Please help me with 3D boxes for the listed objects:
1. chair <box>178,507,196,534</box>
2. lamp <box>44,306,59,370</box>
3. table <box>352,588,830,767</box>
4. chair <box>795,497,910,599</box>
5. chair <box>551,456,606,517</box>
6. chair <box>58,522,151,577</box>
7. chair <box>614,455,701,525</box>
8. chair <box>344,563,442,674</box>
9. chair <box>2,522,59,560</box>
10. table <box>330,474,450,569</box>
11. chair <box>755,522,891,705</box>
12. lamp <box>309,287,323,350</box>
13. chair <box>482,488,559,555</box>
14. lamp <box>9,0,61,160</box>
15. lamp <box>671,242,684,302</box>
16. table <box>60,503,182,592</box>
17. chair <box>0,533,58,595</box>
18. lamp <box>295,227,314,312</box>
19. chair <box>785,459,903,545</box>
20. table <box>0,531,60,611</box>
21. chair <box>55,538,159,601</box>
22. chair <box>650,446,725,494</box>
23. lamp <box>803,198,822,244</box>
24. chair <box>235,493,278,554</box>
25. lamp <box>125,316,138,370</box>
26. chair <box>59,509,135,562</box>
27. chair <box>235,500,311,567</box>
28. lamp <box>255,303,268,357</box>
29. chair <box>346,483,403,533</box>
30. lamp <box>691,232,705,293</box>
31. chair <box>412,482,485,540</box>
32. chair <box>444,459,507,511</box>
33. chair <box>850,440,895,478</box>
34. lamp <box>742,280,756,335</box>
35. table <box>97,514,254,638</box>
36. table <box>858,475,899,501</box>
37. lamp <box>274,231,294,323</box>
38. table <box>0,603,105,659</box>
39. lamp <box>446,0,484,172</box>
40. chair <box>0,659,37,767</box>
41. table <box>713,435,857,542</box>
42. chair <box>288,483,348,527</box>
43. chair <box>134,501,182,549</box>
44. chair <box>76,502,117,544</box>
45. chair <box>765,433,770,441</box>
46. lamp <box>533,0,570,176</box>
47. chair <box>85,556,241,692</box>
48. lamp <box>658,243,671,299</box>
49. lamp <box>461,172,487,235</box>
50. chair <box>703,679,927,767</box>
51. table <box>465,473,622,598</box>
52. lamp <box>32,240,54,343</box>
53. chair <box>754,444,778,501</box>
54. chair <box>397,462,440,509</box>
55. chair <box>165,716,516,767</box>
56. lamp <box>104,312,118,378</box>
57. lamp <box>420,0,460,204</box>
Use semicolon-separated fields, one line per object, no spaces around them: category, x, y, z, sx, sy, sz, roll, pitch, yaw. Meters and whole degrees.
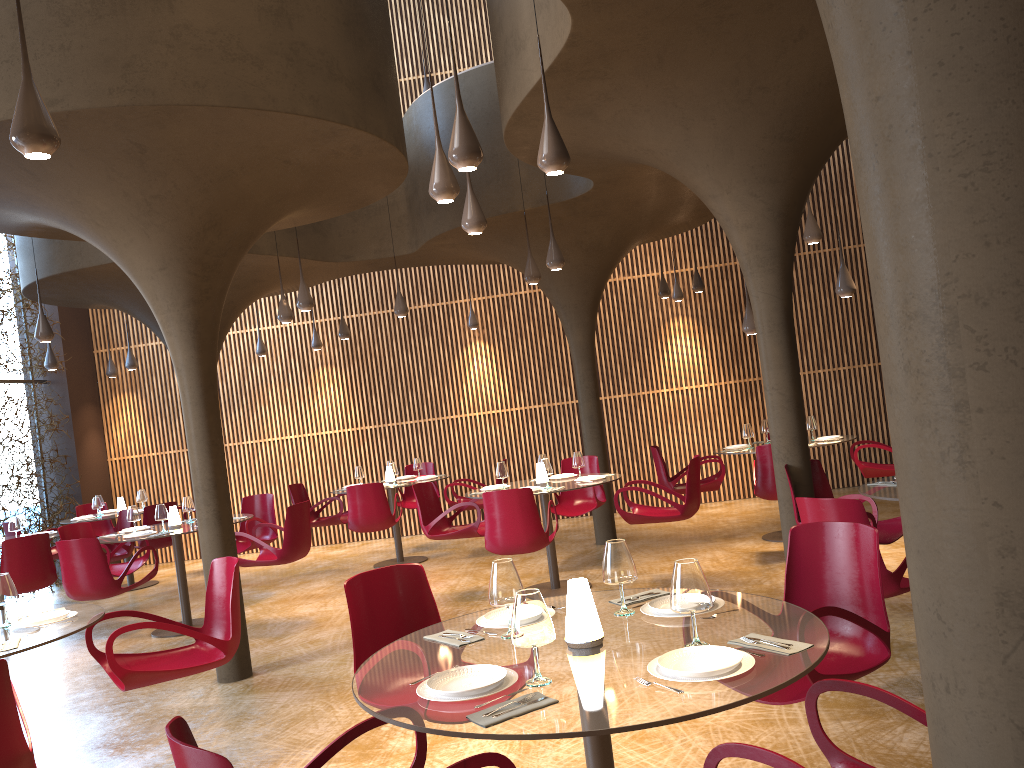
chair;-4.888;1.999;14.013;0.871;0.636;0.626;-6;-1;-44
lamp;-7.008;-3.316;12.751;0.196;6.277;0.195;-7;0;31
table;0.335;1.499;3.205;1.669;1.130;1.675;-7;-1;-33
chair;2.143;0.925;5.275;0.871;0.636;0.626;-7;-1;-32
chair;0.765;1.214;10.534;0.625;0.636;0.872;-7;-1;16
chair;-4.685;1.887;10.096;0.873;0.636;0.624;-7;-1;21
chair;1.513;1.087;9.023;0.873;0.636;0.624;-7;-1;16
chair;-0.388;1.218;4.191;0.624;0.636;0.874;-7;-1;-39
chair;-6.614;2.180;12.427;0.626;0.636;0.871;-8;-1;41
table;-1.628;1.948;12.417;1.673;1.130;1.671;-7;-1;15
chair;1.269;1.005;3.941;0.871;0.636;0.626;-7;-1;-39
lamp;-3.657;-3.689;14.864;0.196;6.277;0.195;-7;0;31
chair;0.058;1.253;8.290;0.625;0.636;0.872;-7;-1;11
lamp;-2.420;-4.088;3.778;0.196;6.277;0.196;-7;0;11
lamp;2.291;-4.448;14.251;0.196;6.277;0.195;-7;0;31
table;-5.756;2.483;13.253;1.669;1.130;1.675;-6;-1;-42
chair;-5.385;1.966;9.701;0.624;0.636;0.874;-7;-1;-44
lamp;-2.668;-3.925;9.798;0.196;6.277;0.195;-7;0;41
chair;2.583;0.905;6.854;0.624;0.636;0.874;-7;-1;-37
table;-6.152;2.475;10.626;1.669;1.130;1.675;-6;-1;-42
chair;-4.000;1.771;8.700;0.625;0.636;0.872;-7;-1;11
chair;2.200;1.045;11.061;0.873;0.636;0.624;-7;0;12
lamp;2.843;-4.622;9.487;0.195;6.277;0.196;-7;0;-39
chair;-3.293;1.731;10.945;0.625;0.636;0.872;-7;-1;16
lamp;-6.520;-3.343;14.291;0.196;6.277;0.195;-7;0;31
chair;-5.283;1.991;11.387;0.871;0.636;0.626;-6;-1;-44
chair;-2.545;1.604;9.433;0.873;0.636;0.624;-7;-1;16
lamp;-4.563;-3.577;14.786;0.196;6.277;0.195;-7;0;21
chair;-1.770;1.547;11.259;0.625;0.636;0.872;-7;-1;1
lamp;2.401;-4.484;13.231;0.196;6.277;0.195;-7;0;21
chair;-0.627;1.370;9.686;0.873;0.636;0.624;-7;-1;21
chair;-0.463;1.405;12.236;0.873;0.636;0.625;-7;0;6
chair;4.421;0.751;10.327;0.873;0.636;0.624;-7;-1;17
lamp;2.273;-3.664;9.824;0.195;6.277;0.196;-7;0;-39
table;-3.660;2.145;9.824;1.674;1.130;1.670;-8;-1;25
table;3.259;1.191;5.883;1.670;1.130;1.674;-7;-1;-26
lamp;-3.107;-3.851;10.654;0.196;6.277;0.195;-7;0;41
table;-3.032;1.955;4.766;1.670;1.130;1.675;-7;-1;-30
lamp;-0.634;-4.289;4.837;0.196;6.277;0.196;-7;0;-9
chair;-2.398;1.460;3.738;0.624;0.636;0.874;-7;-1;-36
table;3.359;1.286;10.758;1.674;1.130;1.670;-8;-1;26
chair;-2.686;1.690;12.514;0.873;0.636;0.624;-7;0;11
chair;-4.990;1.974;12.328;0.624;0.636;0.874;-7;-1;-44
chair;-6.515;2.202;13.980;0.624;0.636;0.874;-7;-1;-39
chair;3.591;0.886;11.738;0.625;0.636;0.872;-7;-1;22
lamp;-0.137;-4.344;5.161;0.196;6.277;0.196;-7;0;-9
chair;-2.069;1.456;5.394;0.871;0.636;0.626;-7;-1;-36
lamp;1.938;-4.421;13.461;0.196;6.277;0.195;-7;0;21
lamp;-0.665;-4.245;6.648;0.196;6.277;0.195;-7;0;41
chair;1.031;0.999;2.318;0.624;0.636;0.874;-7;-1;-44
table;0.398;1.628;9.414;1.674;1.130;1.670;-8;-1;25
lamp;-5.505;-3.571;9.700;0.195;6.277;0.196;-7;0;-39
chair;2.916;0.923;9.587;0.625;0.636;0.872;-7;-1;17
chair;-1.461;1.560;13.593;0.625;0.636;0.872;-7;-1;6
chair;-0.496;1.196;2.554;0.871;0.636;0.626;-7;-1;-34
lamp;-7.267;-3.228;15.251;0.196;6.277;0.195;-7;0;31
lamp;-0.804;-4.253;5.517;0.196;6.277;0.195;-7;0;31
